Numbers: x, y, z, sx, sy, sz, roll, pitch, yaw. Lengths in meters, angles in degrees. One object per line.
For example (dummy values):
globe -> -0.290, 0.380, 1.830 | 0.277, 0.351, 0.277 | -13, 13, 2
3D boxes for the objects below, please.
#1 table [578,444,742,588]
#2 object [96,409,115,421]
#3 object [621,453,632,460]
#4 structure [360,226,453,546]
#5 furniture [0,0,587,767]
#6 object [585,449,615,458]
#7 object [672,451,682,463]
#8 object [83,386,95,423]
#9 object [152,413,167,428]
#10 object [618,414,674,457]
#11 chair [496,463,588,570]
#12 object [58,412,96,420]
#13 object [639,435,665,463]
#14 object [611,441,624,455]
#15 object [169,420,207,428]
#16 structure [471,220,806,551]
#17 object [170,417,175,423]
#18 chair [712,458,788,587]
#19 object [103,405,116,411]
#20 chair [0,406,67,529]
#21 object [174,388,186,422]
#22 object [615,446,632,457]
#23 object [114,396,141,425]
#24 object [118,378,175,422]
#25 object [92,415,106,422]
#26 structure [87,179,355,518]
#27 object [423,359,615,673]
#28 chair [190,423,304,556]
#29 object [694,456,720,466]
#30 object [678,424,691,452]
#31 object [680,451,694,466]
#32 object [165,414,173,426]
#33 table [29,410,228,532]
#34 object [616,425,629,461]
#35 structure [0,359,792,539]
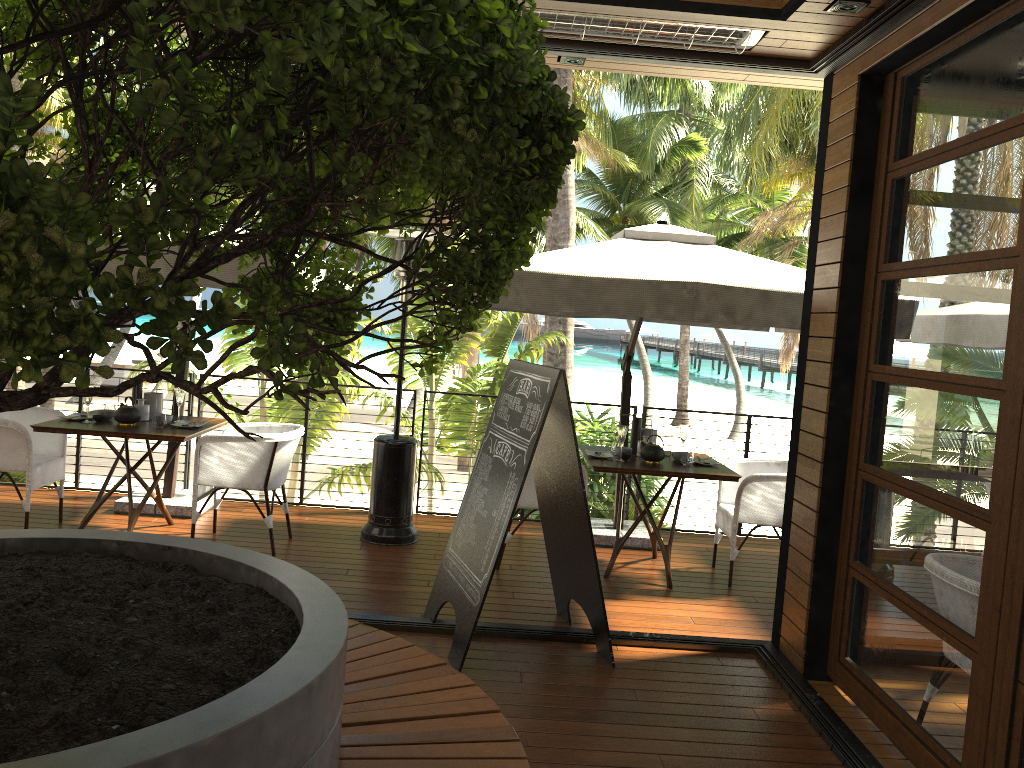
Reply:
table -> 0.910, 0.872, 5.907 | 0.931, 0.748, 0.932 | 4, 4, -2
object -> -2.635, 0.203, 5.747 | 0.116, 0.065, 0.116 | 4, 4, -3
object -> 0.737, 0.473, 5.760 | 0.080, 0.042, 0.080 | 4, 4, -11
structure -> -0.782, -0.004, 6.185 | 0.699, 2.190, 0.700 | 4, 3, -14
furniture -> -1.214, 0.032, 1.884 | 2.718, 2.720, 2.573 | 2, 4, -37
object -> 0.577, 0.466, 5.806 | 0.170, 0.025, 0.295 | 4, 4, -2
object -> 1.114, 0.484, 5.843 | 0.116, 0.065, 0.116 | 5, 4, 2
object -> -2.667, 0.128, 5.576 | 0.082, 0.227, 0.082 | 4, 3, -13
object -> -2.234, 0.232, 5.622 | 0.086, 0.086, 0.086 | 5, 4, 3
object -> 0.912, 0.353, 6.065 | 0.264, 0.263, 0.263 | 8, 5, 43
chair -> 0.164, 0.799, 5.877 | 0.617, 0.787, 0.628 | 4, 3, -1
object -> -2.791, 0.215, 5.696 | 0.170, 0.025, 0.295 | 4, 4, -2
object -> 0.918, 0.417, 5.769 | 0.163, 0.178, 0.168 | 4, 4, -4
object -> 0.711, 0.433, 5.966 | 0.086, 0.086, 0.086 | 5, 4, 3
object -> -2.101, 0.261, 5.786 | 0.170, 0.025, 0.295 | 4, 4, -2
structure -> 0.912, 0.079, 5.942 | 2.413, 2.330, 2.416 | 4, 4, -2
object -> -2.260, 0.237, 5.832 | 0.080, 0.042, 0.080 | 1, 5, -41
chair -> 1.713, 0.916, 5.903 | 0.617, 0.787, 0.628 | 4, 3, -1
object -> -2.657, 0.182, 5.856 | 0.086, 0.086, 0.086 | 5, 4, 3
chair -> -3.313, 0.540, 5.763 | 0.617, 0.787, 0.628 | 4, 3, -1
object -> -2.210, 0.141, 5.894 | 0.082, 0.227, 0.082 | 4, 3, -1
object -> 0.734, 0.454, 5.857 | 0.116, 0.065, 0.116 | 5, 4, 2
object -> -2.453, 0.166, 5.657 | 0.168, 0.178, 0.163 | 4, 4, 0
object -> -2.456, 0.102, 5.955 | 0.264, 0.263, 0.263 | 8, 5, 43
object -> -2.632, 0.222, 5.650 | 0.080, 0.042, 0.080 | 1, 5, -41
structure -> -2.454, -0.172, 5.832 | 2.413, 2.330, 2.416 | 4, 4, -2
object -> 0.062, 0.593, 4.407 | 0.771, 1.395, 0.769 | 3, 3, -17
chair -> -1.706, 0.661, 5.791 | 0.617, 0.787, 0.628 | 4, 3, -1
object -> 1.268, 0.512, 5.896 | 0.170, 0.025, 0.295 | 4, 4, -2
object -> 1.159, 0.391, 6.004 | 0.082, 0.227, 0.082 | 4, 3, -1
object -> 1.134, 0.483, 5.732 | 0.086, 0.086, 0.086 | 5, 4, 3
object -> -2.255, 0.233, 5.732 | 0.116, 0.065, 0.116 | 4, 4, -3
table -> -2.465, 0.621, 5.797 | 0.931, 0.748, 0.932 | 4, 4, -2
object -> 0.701, 0.379, 5.686 | 0.082, 0.227, 0.082 | 4, 3, -1
structure -> -6.883, 0.166, 6.835 | 26.265, 1.152, 0.163 | 4, 3, -2
